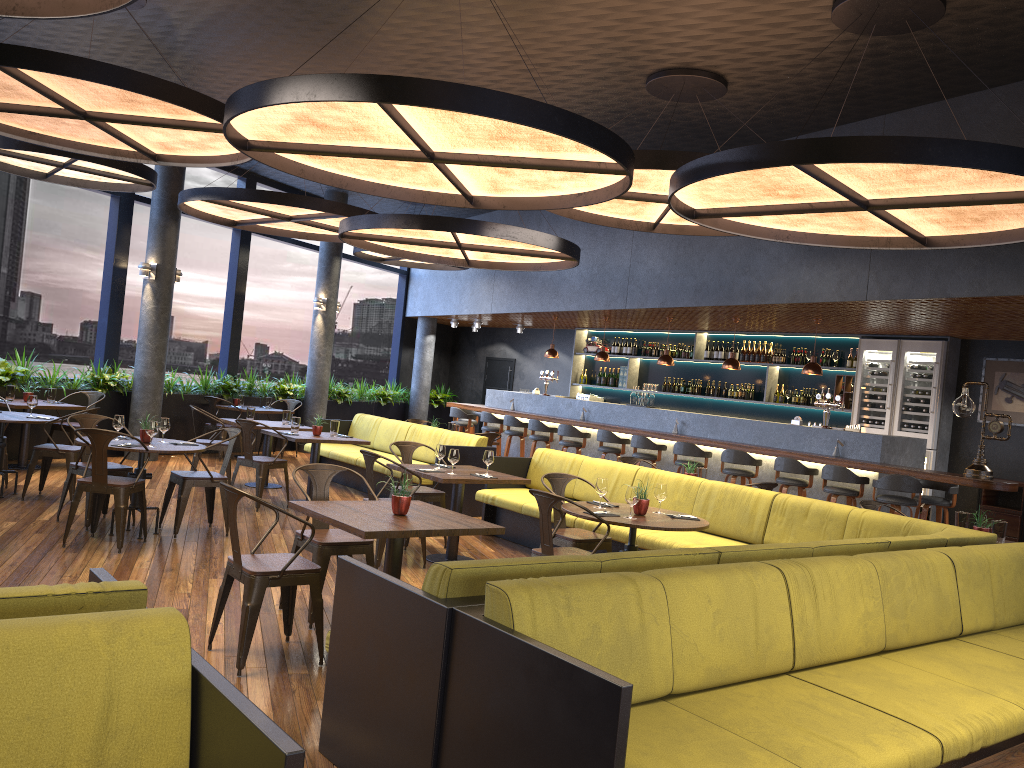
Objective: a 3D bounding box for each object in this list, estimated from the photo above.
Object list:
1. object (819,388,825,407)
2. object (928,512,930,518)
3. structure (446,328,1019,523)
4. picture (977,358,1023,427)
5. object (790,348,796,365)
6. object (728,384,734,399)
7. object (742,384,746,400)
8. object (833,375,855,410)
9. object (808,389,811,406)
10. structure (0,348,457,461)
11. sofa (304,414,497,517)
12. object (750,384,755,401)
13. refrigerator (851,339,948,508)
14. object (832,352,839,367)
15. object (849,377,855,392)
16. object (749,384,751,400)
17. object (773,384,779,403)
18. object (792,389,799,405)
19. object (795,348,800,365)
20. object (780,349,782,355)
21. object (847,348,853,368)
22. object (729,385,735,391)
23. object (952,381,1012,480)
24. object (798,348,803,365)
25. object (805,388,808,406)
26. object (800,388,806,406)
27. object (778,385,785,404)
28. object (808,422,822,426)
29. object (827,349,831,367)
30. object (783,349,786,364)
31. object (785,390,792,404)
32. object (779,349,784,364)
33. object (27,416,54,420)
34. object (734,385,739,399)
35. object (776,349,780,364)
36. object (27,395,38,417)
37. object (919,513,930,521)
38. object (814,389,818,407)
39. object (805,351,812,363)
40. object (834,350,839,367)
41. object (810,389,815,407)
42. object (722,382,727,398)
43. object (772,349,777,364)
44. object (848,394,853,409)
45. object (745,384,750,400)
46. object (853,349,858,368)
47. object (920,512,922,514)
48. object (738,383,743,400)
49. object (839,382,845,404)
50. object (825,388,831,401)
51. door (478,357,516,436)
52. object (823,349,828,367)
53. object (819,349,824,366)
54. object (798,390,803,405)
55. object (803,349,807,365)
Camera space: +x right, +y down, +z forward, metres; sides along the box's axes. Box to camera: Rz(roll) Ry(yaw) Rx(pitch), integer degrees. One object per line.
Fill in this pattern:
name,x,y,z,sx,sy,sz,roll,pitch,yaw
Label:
object,4.430,0.193,12.670,0.079,0.281,0.079,6,0,26
object,5.367,1.751,11.410,0.056,0.205,0.057,6,0,27
structure,2.797,0.478,12.736,2.700,2.700,9.298,6,0,-38
picture,6.173,0.107,10.667,0.028,0.809,1.039,6,0,-38
object,4.124,-0.407,12.993,0.063,0.254,0.063,6,0,-41
object,3.434,0.117,13.879,0.088,0.224,0.088,6,0,21
object,3.603,0.120,13.724,0.063,0.254,0.063,6,0,-10
object,4.663,0.120,12.336,0.161,0.475,0.300,6,0,-39
object,4.324,0.196,12.914,0.063,0.254,0.063,6,0,15
structure,-4.881,0.338,13.249,0.808,1.413,17.112,6,0,27
sofa,-1.531,0.938,11.141,0.966,0.914,3.061,6,0,-38
object,3.705,0.130,13.649,0.063,0.254,0.063,6,0,24
refrigerator,5.095,0.483,11.681,0.454,2.109,1.159,6,0,-38
object,4.553,-0.338,12.489,0.097,0.206,0.097,6,0,20
object,4.721,0.015,12.279,0.097,0.206,0.097,6,0,2
object,3.679,0.127,13.762,0.063,0.254,0.063,6,0,-11
object,3.962,0.144,13.268,0.079,0.281,0.079,6,0,-34
object,4.130,0.191,12.920,0.088,0.224,0.088,6,0,21
object,4.206,-0.399,13.051,0.063,0.254,0.063,6,0,14
object,4.015,-0.405,13.246,0.056,0.227,0.056,6,0,14
object,4.722,-0.357,12.368,0.079,0.281,0.079,6,0,-29
object,3.473,0.129,14.007,0.097,0.206,0.097,6,0,-7
object,4.588,0.448,8.692,0.566,0.944,0.263,6,0,44
object,4.205,-0.398,12.902,0.063,0.254,0.063,6,0,24
object,4.264,0.190,12.856,0.063,0.254,0.063,6,0,-10
object,4.205,0.184,12.801,0.063,0.254,0.063,6,0,-35
object,4.019,0.150,13.195,0.079,0.281,0.079,6,0,31
object,4.367,0.798,12.691,0.204,0.492,0.310,6,0,-38
object,4.518,-0.365,12.634,0.063,0.254,0.063,6,0,15
object,4.054,-0.401,13.198,0.056,0.227,0.056,6,0,-36
object,4.062,0.192,13.048,0.097,0.206,0.097,6,0,20
object,4.007,-0.405,13.159,0.056,0.227,0.056,6,0,39
object,-4.559,0.321,8.527,0.255,0.019,0.157,6,0,-7
object,3.500,0.124,13.795,0.088,0.224,0.088,6,0,-24
object,3.969,-0.409,13.208,0.056,0.227,0.056,6,0,29
object,-4.678,0.214,8.643,0.097,0.206,0.097,6,0,-34
object,5.188,1.752,11.489,0.277,0.206,0.416,6,0,-35
object,4.381,0.202,12.798,0.063,0.254,0.063,6,0,-30
object,4.283,-0.366,12.808,0.097,0.206,0.097,6,0,20
object,4.619,-0.355,12.609,0.063,0.254,0.063,6,0,-30
object,4.322,0.196,12.740,0.063,0.254,0.063,6,0,15
object,3.385,0.096,14.080,0.063,0.254,0.063,6,0,10
object,3.931,-0.413,13.255,0.056,0.227,0.056,6,0,14
object,4.698,0.247,12.280,0.097,0.206,0.097,6,0,2
object,3.616,0.121,13.590,0.063,0.254,0.063,6,0,-31
object,4.780,-0.351,12.293,0.079,0.281,0.079,6,0,21
object,5.205,1.734,11.297,0.056,0.205,0.056,6,0,-32
object,3.528,0.112,13.664,0.063,0.254,0.063,6,0,45
object,4.616,0.161,12.393,0.091,0.369,0.092,6,0,21
object,4.488,0.199,12.596,0.079,0.281,0.079,6,0,-44
door,-0.329,0.463,18.885,0.137,2.056,1.012,6,0,-38
object,4.448,-0.372,12.560,0.063,0.254,0.063,6,0,-10
object,4.437,-0.374,12.672,0.063,0.254,0.063,6,0,4
object,4.226,0.201,12.976,0.088,0.224,0.088,6,0,-44
object,4.278,-0.391,12.961,0.063,0.254,0.063,6,0,39
